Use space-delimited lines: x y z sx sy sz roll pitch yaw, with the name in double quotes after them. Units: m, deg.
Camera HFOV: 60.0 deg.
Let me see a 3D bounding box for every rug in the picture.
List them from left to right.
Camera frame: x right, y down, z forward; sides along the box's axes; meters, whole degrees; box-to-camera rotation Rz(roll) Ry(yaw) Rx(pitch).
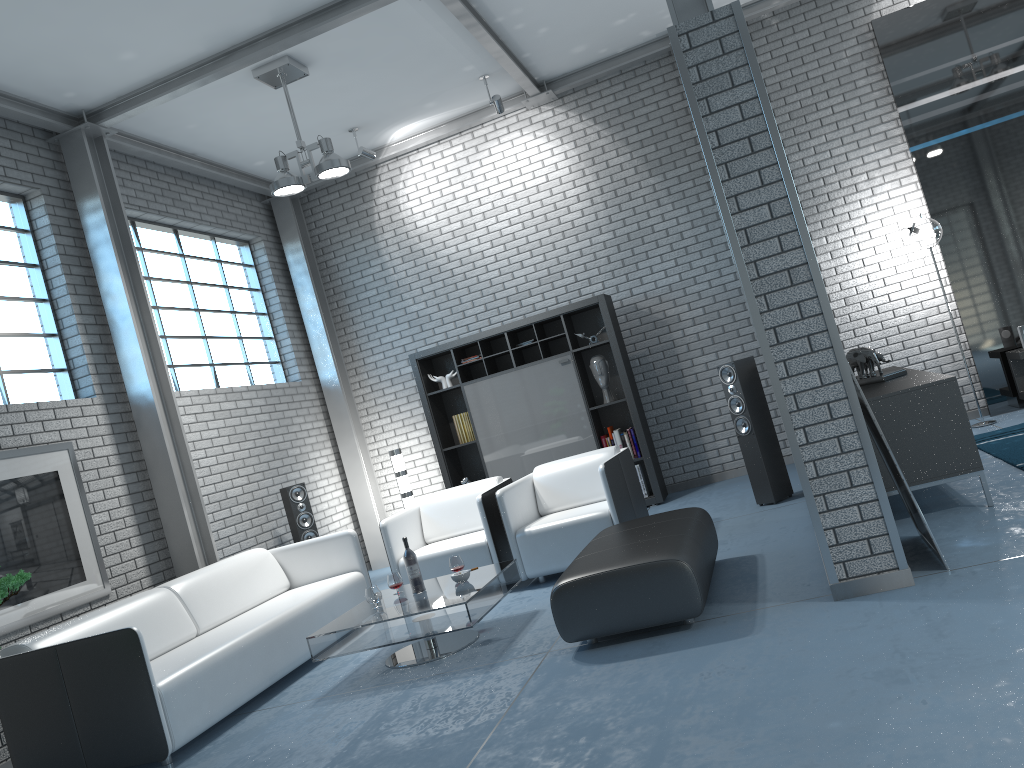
3.527 0.344 5.609 0.886 0.012 2.060 -16 -2 16 "rug"

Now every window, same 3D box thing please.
-3.532 -0.529 5.095 0.100 1.500 2.200 -16 -2 16 "window"
-2.768 -0.647 7.786 0.100 1.500 2.200 -16 -2 16 "window"

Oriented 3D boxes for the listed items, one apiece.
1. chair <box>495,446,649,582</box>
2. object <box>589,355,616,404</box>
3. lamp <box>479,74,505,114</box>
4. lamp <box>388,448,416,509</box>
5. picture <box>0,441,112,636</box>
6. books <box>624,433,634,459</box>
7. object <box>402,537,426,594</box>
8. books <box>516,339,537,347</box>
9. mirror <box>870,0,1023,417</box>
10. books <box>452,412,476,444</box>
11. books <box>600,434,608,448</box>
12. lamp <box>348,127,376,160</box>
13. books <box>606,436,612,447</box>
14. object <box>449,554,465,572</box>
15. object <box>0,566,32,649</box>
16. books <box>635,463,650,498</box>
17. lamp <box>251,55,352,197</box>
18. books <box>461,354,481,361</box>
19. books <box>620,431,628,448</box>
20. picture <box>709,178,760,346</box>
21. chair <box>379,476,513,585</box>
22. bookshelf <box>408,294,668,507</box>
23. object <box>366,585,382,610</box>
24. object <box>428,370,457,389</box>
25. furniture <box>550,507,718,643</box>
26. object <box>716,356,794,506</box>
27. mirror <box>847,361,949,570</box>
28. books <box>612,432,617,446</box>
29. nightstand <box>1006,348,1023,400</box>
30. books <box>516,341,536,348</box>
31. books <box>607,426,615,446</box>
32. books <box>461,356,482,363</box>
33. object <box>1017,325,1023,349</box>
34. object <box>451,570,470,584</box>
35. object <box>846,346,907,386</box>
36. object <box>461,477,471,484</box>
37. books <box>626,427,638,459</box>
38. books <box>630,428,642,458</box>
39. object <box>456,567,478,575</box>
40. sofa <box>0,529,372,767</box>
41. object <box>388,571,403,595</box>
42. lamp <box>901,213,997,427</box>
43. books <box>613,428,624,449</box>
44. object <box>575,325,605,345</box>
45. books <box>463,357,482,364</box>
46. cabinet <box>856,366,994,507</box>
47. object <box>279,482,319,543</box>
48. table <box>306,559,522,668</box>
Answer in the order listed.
0.445 0.847 6.054 0.767 0.661 0.919 -17 -2 18 "chair"
0.822 -0.046 8.020 0.156 0.443 0.156 -15 -2 -30 "object"
-0.174 -2.515 7.724 0.137 0.332 0.167 -16 -2 6 "lamp"
-0.938 1.136 8.181 0.140 1.100 0.098 -15 -2 -22 "lamp"
-2.916 0.893 4.994 0.020 1.015 1.490 -16 -2 16 "picture"
1.058 0.556 7.934 0.026 0.229 0.155 -16 -2 16 "books"
-0.556 1.004 4.926 0.079 0.316 0.079 -14 -3 -41 "object"
0.147 -0.381 8.171 0.190 0.015 0.135 -17 -2 27 "books"
5.103 -1.869 7.029 3.400 3.500 0.050 -16 -2 16 "mirror"
-0.419 0.406 8.373 0.167 0.275 0.195 -16 -2 16 "books"
0.864 0.592 7.991 0.049 0.270 0.155 -16 -2 16 "books"
-1.363 -2.176 8.064 0.137 0.311 0.166 -18 -3 41 "lamp"
0.905 0.593 7.971 0.038 0.244 0.171 -16 -2 16 "books"
-0.316 1.044 5.084 0.089 0.120 0.089 -15 -2 -18 "object"
-2.247 1.190 3.227 1.032 1.362 0.586 -15 -2 -24 "object"
1.131 0.864 7.909 0.104 0.295 0.146 -16 -2 16 "books"
-1.575 -1.882 6.457 0.639 0.872 0.300 -16 -2 16 "lamp"
-0.380 -0.242 8.318 0.190 0.015 0.135 -16 -2 -5 "books"
1.027 0.551 7.949 0.038 0.256 0.144 -16 -2 16 "books"
1.495 -0.738 5.838 0.020 1.015 1.490 -16 -2 16 "picture"
-0.372 1.089 6.337 0.767 0.661 0.919 -16 -2 14 "chair"
0.228 0.380 8.218 1.930 1.920 0.419 -16 -2 16 "bookshelf"
-0.748 1.157 4.811 0.089 0.120 0.089 -15 -2 -18 "object"
-0.628 -0.046 8.390 0.308 0.180 0.106 -16 -2 6 "object"
0.659 0.911 4.493 0.685 0.301 1.291 -16 -2 16 "furniture"
1.741 0.337 6.354 0.254 1.045 0.159 -14 -3 -39 "object"
1.686 0.302 4.016 0.165 0.978 0.674 -16 -2 16 "mirror"
0.954 0.565 7.965 0.020 0.270 0.153 -16 -2 16 "books"
4.243 -0.066 7.015 0.400 0.501 0.400 -16 -2 16 "nightstand"
0.147 -0.366 8.161 0.190 0.015 0.135 -17 -3 37 "books"
0.925 0.543 7.971 0.026 0.329 0.155 -16 -2 16 "books"
-0.369 -0.230 8.313 0.190 0.015 0.135 -17 -2 20 "books"
4.097 -0.379 7.069 0.100 0.184 0.032 -15 -2 -16 "object"
-0.275 1.056 4.830 0.108 0.056 0.108 -16 -2 12 "object"
2.270 -0.129 5.629 0.221 0.237 0.369 -15 -2 -19 "object"
-0.337 0.968 8.380 0.285 0.229 0.095 -15 -2 -29 "object"
1.082 0.528 7.926 0.038 0.270 0.155 -16 -2 16 "books"
1.113 0.522 7.917 0.027 0.263 0.155 -16 -2 16 "books"
-0.238 1.035 4.824 0.128 0.052 0.024 -16 -2 9 "object"
-1.719 1.428 5.136 0.919 0.661 2.238 -16 -2 16 "sofa"
-0.670 1.145 5.097 0.089 0.120 0.089 -15 -2 -18 "object"
3.538 -0.529 7.145 0.250 1.773 0.259 -15 -2 -29 "lamp"
0.981 0.548 7.951 0.046 0.288 0.164 -16 -2 16 "books"
0.726 -0.427 8.027 0.322 0.147 0.072 -15 -2 -13 "object"
-0.358 -0.217 8.308 0.190 0.015 0.135 -16 -2 10 "books"
2.410 0.309 5.624 0.510 0.682 2.250 -16 -2 16 "cabinet"
-1.690 1.349 7.366 0.159 1.045 0.254 -15 -2 -29 "object"
-0.472 1.297 4.825 0.900 0.300 0.900 -16 -2 16 "table"
